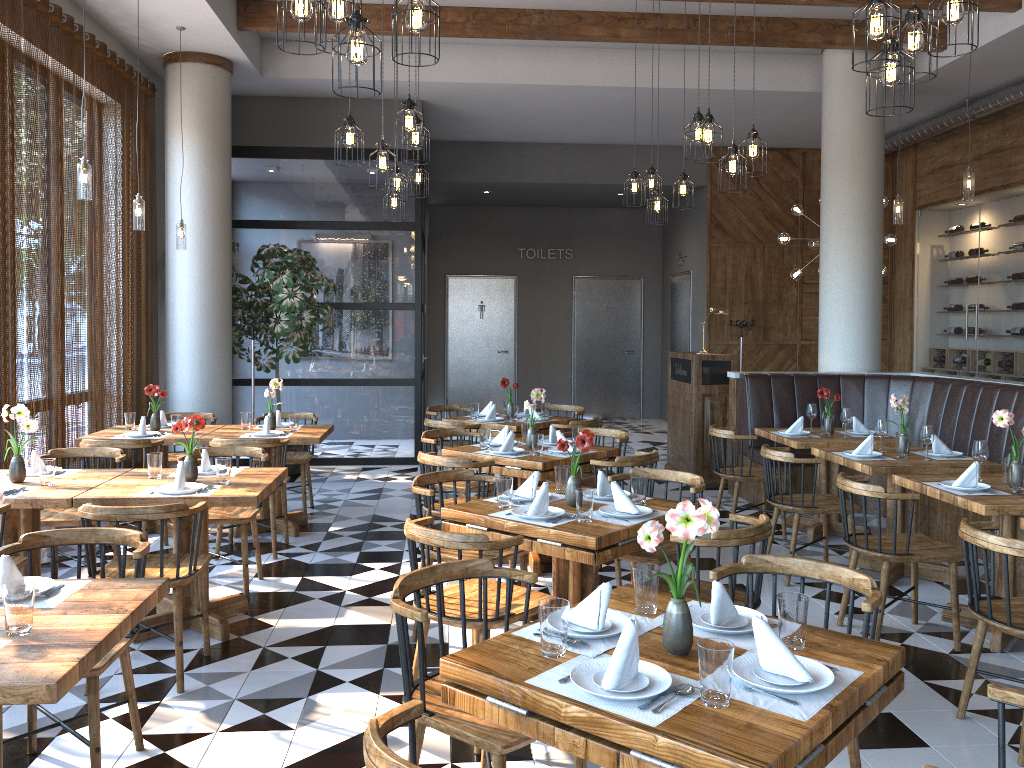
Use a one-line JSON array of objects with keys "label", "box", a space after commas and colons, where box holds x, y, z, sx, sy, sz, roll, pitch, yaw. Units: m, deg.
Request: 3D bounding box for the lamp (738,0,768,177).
[{"label": "lamp", "box": [1.610, -2.427, 5.881, 0.175, 2.068, 0.175, 1, 2, 36]}]

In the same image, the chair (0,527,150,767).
[{"label": "chair", "box": [-1.561, 0.966, 3.084, 0.519, 0.816, 0.550, 0, 2, -4]}]

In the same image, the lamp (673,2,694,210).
[{"label": "lamp", "box": [1.477, -2.545, 7.591, 0.175, 2.068, 0.175, 0, 1, 6]}]

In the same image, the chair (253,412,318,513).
[{"label": "chair", "box": [-1.900, 0.668, 7.426, 0.519, 0.816, 0.550, 0, 2, -4]}]

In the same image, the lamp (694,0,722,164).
[{"label": "lamp", "box": [1.257, -2.455, 5.626, 0.175, 2.068, 0.175, -1, 2, -32]}]

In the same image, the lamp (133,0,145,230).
[{"label": "lamp", "box": [-2.724, -2.108, 6.459, 0.078, 1.962, 0.078, 0, 2, -19]}]

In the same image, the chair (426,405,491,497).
[{"label": "chair", "box": [-0.508, 0.623, 8.194, 0.550, 0.816, 0.520, 2, 3, 40]}]

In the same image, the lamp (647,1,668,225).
[{"label": "lamp", "box": [1.267, -2.420, 7.667, 0.175, 2.068, 0.175, 2, 2, 39]}]

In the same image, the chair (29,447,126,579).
[{"label": "chair", "box": [-2.573, 0.816, 5.212, 0.519, 0.816, 0.550, 0, 2, -4]}]

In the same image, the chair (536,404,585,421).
[{"label": "chair", "box": [0.391, 0.622, 8.286, 0.520, 0.816, 0.550, 2, 3, 40]}]

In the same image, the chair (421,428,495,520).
[{"label": "chair", "box": [-0.361, 0.753, 6.309, 0.550, 0.816, 0.520, 2, 3, 40]}]

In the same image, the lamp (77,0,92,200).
[{"label": "lamp", "box": [-2.646, -2.125, 5.472, 0.078, 1.962, 0.078, 0, 2, -15]}]

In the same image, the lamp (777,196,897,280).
[{"label": "lamp", "box": [3.848, -2.081, 10.465, 1.162, 2.190, 1.187, -2, 3, -43]}]

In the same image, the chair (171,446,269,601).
[{"label": "chair", "box": [-1.732, 0.816, 5.278, 0.519, 0.816, 0.550, 0, 2, -4]}]

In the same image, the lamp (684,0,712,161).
[{"label": "lamp", "box": [1.235, -2.526, 5.832, 0.175, 2.068, 0.175, 0, 2, -21]}]

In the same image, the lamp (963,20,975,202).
[{"label": "lamp", "box": [3.489, -2.374, 6.735, 0.078, 1.962, 0.078, 0, 2, -19]}]

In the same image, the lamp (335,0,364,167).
[{"label": "lamp", "box": [-1.018, -2.419, 5.562, 0.175, 2.068, 0.175, -1, 2, -43]}]

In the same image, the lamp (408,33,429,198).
[{"label": "lamp", "box": [-0.807, -2.661, 7.654, 0.175, 2.068, 0.175, 1, 2, 8]}]

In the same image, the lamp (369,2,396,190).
[{"label": "lamp", "box": [-0.827, -2.295, 5.677, 0.175, 2.068, 0.175, 0, 2, -10]}]

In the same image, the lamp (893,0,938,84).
[{"label": "lamp", "box": [1.700, -2.322, 3.717, 0.175, 2.068, 0.175, -1, 2, -45]}]

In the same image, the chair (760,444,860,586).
[{"label": "chair", "box": [1.859, 0.812, 5.610, 0.549, 0.816, 0.520, 0, 2, -4]}]

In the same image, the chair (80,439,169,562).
[{"label": "chair", "box": [-2.640, 0.757, 6.060, 0.519, 0.816, 0.550, 0, 2, -4]}]

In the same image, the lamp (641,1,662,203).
[{"label": "lamp", "box": [1.252, -2.666, 7.892, 0.175, 2.068, 0.175, 2, 2, 39]}]

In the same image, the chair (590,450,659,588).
[{"label": "chair", "box": [0.619, 0.815, 5.471, 0.550, 0.816, 0.520, 2, 3, 40]}]

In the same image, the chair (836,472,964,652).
[{"label": "chair", "box": [1.945, 0.887, 4.512, 0.549, 0.816, 0.520, 0, 2, -4]}]

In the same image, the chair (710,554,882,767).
[{"label": "chair", "box": [0.833, 1.003, 2.733, 0.520, 0.816, 0.550, 2, 3, 40]}]

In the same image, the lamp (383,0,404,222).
[{"label": "lamp", "box": [-0.998, -2.422, 7.527, 0.175, 2.068, 0.175, 1, 2, 8]}]

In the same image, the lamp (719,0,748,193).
[{"label": "lamp", "box": [1.443, -2.287, 5.738, 0.175, 2.068, 0.175, 0, 2, -21]}]

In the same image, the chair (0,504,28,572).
[{"label": "chair", "box": [-2.472, 0.905, 3.911, 0.519, 0.816, 0.550, 0, 2, -4]}]

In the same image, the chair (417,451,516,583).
[{"label": "chair", "box": [-0.290, 0.815, 5.401, 0.520, 0.816, 0.550, 2, 3, 40]}]

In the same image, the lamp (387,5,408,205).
[{"label": "lamp", "box": [-0.999, -2.611, 7.738, 0.175, 2.068, 0.175, 0, 1, -3]}]

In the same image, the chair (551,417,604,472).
[{"label": "chair", "box": [0.472, 0.686, 7.356, 0.550, 0.816, 0.520, 2, 3, 40]}]

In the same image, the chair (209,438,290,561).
[{"label": "chair", "box": [-1.798, 0.757, 6.125, 0.519, 0.816, 0.550, 0, 2, -4]}]

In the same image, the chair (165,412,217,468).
[{"label": "chair", "box": [-2.741, 0.668, 7.361, 0.519, 0.816, 0.550, 0, 2, -4]}]

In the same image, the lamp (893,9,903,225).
[{"label": "lamp", "box": [3.407, -2.388, 7.784, 0.078, 1.962, 0.078, 1, 2, 27]}]

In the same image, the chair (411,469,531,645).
[{"label": "chair", "box": [-0.216, 0.880, 4.456, 0.550, 0.816, 0.520, 2, 3, 40]}]

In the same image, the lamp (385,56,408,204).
[{"label": "lamp", "box": [-0.951, -2.538, 7.307, 0.175, 2.068, 0.175, 0, 2, -25]}]

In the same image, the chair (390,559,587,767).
[{"label": "chair", "box": [-0.076, 1.003, 2.662, 0.550, 0.816, 0.520, 2, 3, 40]}]

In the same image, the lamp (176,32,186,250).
[{"label": "lamp", "box": [-2.805, -2.122, 7.508, 0.078, 1.962, 0.078, 1, 2, 27]}]

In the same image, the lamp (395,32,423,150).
[{"label": "lamp", "box": [-0.641, -2.515, 5.532, 0.175, 2.068, 0.175, 0, 2, -10]}]

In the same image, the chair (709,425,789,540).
[{"label": "chair", "box": [1.774, 0.737, 6.709, 0.549, 0.816, 0.520, 0, 2, -4]}]

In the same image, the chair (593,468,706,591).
[{"label": "chair", "box": [0.693, 0.880, 4.527, 0.520, 0.816, 0.550, 2, 3, 40]}]

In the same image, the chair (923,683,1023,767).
[{"label": "chair", "box": [0.904, 1.065, 1.824, 0.550, 0.816, 0.520, 2, 3, 40]}]

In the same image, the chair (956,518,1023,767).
[{"label": "chair", "box": [2.031, 0.963, 3.414, 0.549, 0.816, 0.520, 0, 2, -4]}]

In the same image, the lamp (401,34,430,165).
[{"label": "lamp", "box": [-0.622, -2.473, 5.741, 0.175, 2.068, 0.175, 0, 2, -21]}]

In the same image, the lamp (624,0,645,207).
[{"label": "lamp", "box": [1.082, -2.602, 7.771, 0.175, 2.068, 0.175, 1, 2, 28]}]

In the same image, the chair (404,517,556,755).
[{"label": "chair", "box": [-0.145, 0.942, 3.547, 0.520, 0.816, 0.550, 2, 3, 40]}]

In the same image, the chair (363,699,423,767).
[{"label": "chair", "box": [-0.005, 1.065, 1.753, 0.520, 0.816, 0.550, 2, 3, 40]}]

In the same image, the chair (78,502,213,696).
[{"label": "chair", "box": [-1.631, 0.905, 3.977, 0.519, 0.816, 0.550, 0, 2, -4]}]

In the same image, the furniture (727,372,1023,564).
[{"label": "furniture", "box": [3.243, 0.682, 5.178, 1.917, 1.148, 6.599, 0, 4, -4]}]

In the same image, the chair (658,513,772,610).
[{"label": "chair", "box": [0.764, 0.942, 3.618, 0.550, 0.816, 0.520, 2, 3, 40]}]

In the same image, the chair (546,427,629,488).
[{"label": "chair", "box": [0.548, 0.753, 6.380, 0.520, 0.816, 0.550, 2, 3, 40]}]

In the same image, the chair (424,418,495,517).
[{"label": "chair", "box": [-0.437, 0.686, 7.285, 0.520, 0.816, 0.550, 2, 3, 40]}]

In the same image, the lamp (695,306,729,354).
[{"label": "lamp", "box": [1.995, -0.405, 8.870, 0.445, 0.756, 0.170, -1, 2, -29]}]
